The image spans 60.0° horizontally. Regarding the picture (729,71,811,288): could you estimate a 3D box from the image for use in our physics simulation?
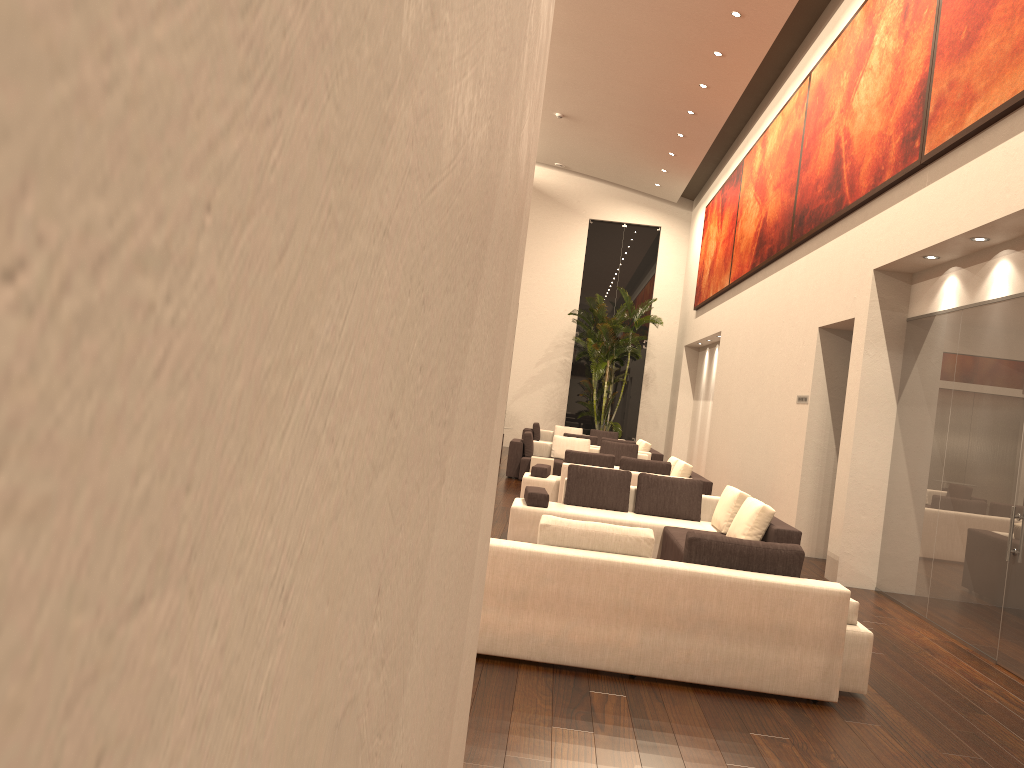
[{"bbox_3d":[4.218,-3.130,14.738,0.070,2.526,4.515,7,0,3],"label":"picture"}]

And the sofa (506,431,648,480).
[{"bbox_3d":[1.356,1.442,16.326,2.846,0.862,1.291,7,0,3],"label":"sofa"}]

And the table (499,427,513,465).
[{"bbox_3d":[-0.435,1.275,18.489,0.833,0.795,0.844,7,-1,-36],"label":"table"}]

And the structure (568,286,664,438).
[{"bbox_3d":[2.582,-0.244,23.456,2.436,4.611,2.531,7,0,-25],"label":"structure"}]

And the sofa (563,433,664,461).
[{"bbox_3d":[1.808,1.519,19.360,2.586,0.862,3.366,7,0,3],"label":"sofa"}]

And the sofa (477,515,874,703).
[{"bbox_3d":[0.787,1.296,5.764,2.846,0.862,1.291,7,0,3],"label":"sofa"}]

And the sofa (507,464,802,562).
[{"bbox_3d":[1.233,1.369,8.353,2.586,0.862,3.366,7,0,3],"label":"sofa"}]

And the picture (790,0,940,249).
[{"bbox_3d":[3.974,-3.192,10.227,0.070,2.526,4.515,7,0,3],"label":"picture"}]

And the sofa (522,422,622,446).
[{"bbox_3d":[1.662,1.521,21.990,2.846,0.862,1.291,7,0,3],"label":"sofa"}]

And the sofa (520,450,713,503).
[{"bbox_3d":[1.503,1.441,13.696,2.586,0.862,3.366,7,0,3],"label":"sofa"}]

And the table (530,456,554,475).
[{"bbox_3d":[0.520,1.541,15.711,0.400,0.460,0.400,7,0,3],"label":"table"}]

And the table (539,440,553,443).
[{"bbox_3d":[0.825,1.619,21.375,0.400,0.460,0.400,7,0,3],"label":"table"}]

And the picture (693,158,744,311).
[{"bbox_3d":[4.461,-3.068,19.253,0.070,2.526,4.515,7,0,3],"label":"picture"}]

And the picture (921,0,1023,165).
[{"bbox_3d":[3.678,-3.268,4.723,0.070,2.526,6.485,7,0,3],"label":"picture"}]
